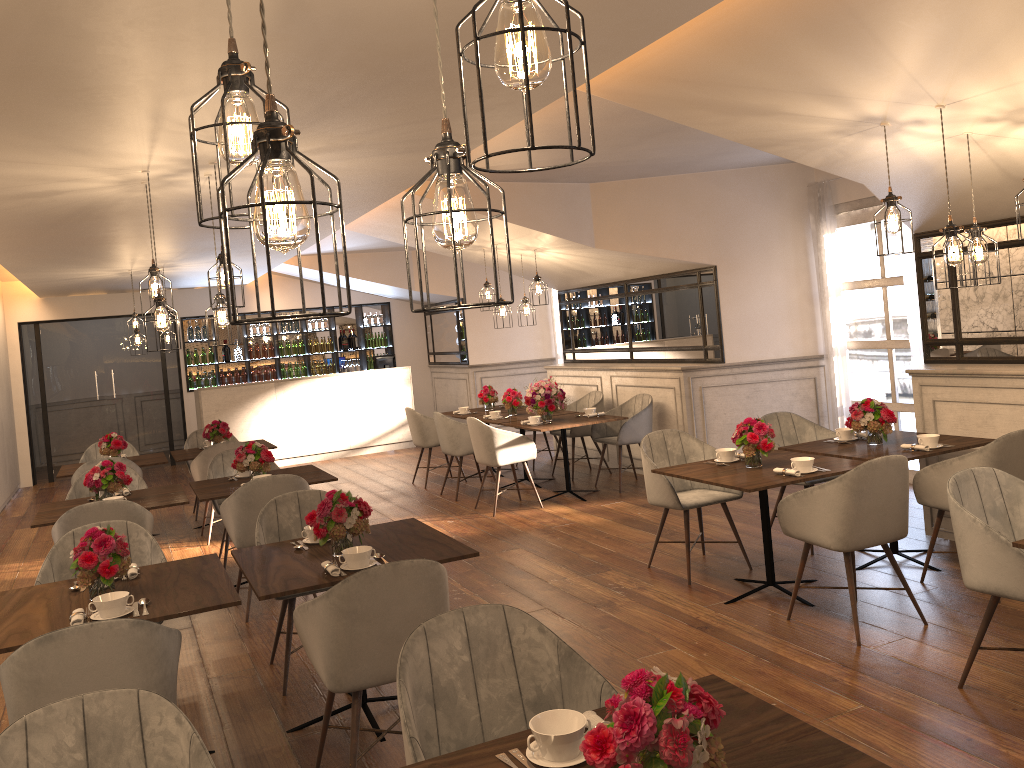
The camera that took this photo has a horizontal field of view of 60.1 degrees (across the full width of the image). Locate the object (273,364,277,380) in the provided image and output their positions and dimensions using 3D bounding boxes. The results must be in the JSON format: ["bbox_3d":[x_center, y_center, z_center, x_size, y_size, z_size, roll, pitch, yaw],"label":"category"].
[{"bbox_3d":[-3.773,-0.186,14.076,0.065,0.261,0.065,-5,1,45],"label":"object"}]

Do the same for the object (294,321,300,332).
[{"bbox_3d":[-3.459,-0.984,14.208,0.075,0.310,0.075,-5,1,-13],"label":"object"}]

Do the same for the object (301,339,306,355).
[{"bbox_3d":[-3.368,-0.600,14.271,0.065,0.263,0.065,-5,1,45],"label":"object"}]

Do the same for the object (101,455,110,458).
[{"bbox_3d":[-3.815,0.690,8.408,0.148,0.072,0.148,-5,3,-1],"label":"object"}]

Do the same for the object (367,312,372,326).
[{"bbox_3d":[-2.369,-1.077,14.699,0.070,0.235,0.041,-5,1,-25],"label":"object"}]

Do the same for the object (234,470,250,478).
[{"bbox_3d":[-1.961,0.646,6.504,0.148,0.072,0.149,-4,3,18],"label":"object"}]

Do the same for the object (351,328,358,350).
[{"bbox_3d":[-2.600,-0.740,14.590,0.104,0.359,0.104,-5,1,3],"label":"object"}]

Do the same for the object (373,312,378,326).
[{"bbox_3d":[-2.277,-1.088,14.740,0.070,0.235,0.041,-5,1,-25],"label":"object"}]

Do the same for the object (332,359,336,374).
[{"bbox_3d":[-2.912,-0.289,14.464,0.065,0.261,0.065,-5,1,45],"label":"object"}]

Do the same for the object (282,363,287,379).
[{"bbox_3d":[-3.636,-0.202,14.138,0.065,0.261,0.065,-5,1,45],"label":"object"}]

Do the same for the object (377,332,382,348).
[{"bbox_3d":[-2.217,-0.738,14.789,0.065,0.261,0.065,-5,1,45],"label":"object"}]

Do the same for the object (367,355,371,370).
[{"bbox_3d":[-2.385,-0.354,14.701,0.065,0.263,0.065,-5,1,45],"label":"object"}]

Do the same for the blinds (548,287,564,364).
[{"bbox_3d":[0.894,-0.615,12.580,0.134,2.697,1.379,-5,1,-24],"label":"blinds"}]

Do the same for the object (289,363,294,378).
[{"bbox_3d":[-3.536,-0.214,14.183,0.065,0.261,0.065,-5,1,45],"label":"object"}]

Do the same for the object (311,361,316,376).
[{"bbox_3d":[-3.214,-0.253,14.328,0.065,0.261,0.065,-5,1,45],"label":"object"}]

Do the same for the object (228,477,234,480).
[{"bbox_3d":[-2.053,0.687,6.441,0.043,0.015,0.197,-7,4,-28],"label":"object"}]

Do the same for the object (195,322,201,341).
[{"bbox_3d":[-4.823,-0.820,13.594,0.075,0.310,0.075,-5,1,19],"label":"object"}]

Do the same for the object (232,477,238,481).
[{"bbox_3d":[-2.018,0.689,6.449,0.022,0.004,0.210,-7,4,-24],"label":"object"}]

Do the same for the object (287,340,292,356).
[{"bbox_3d":[-3.568,-0.576,14.180,0.065,0.263,0.065,-5,1,45],"label":"object"}]

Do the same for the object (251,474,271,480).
[{"bbox_3d":[-1.680,0.655,5.964,0.148,0.072,0.149,-4,3,18],"label":"object"}]

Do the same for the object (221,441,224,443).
[{"bbox_3d":[-2.875,0.595,8.831,0.056,0.039,0.175,-6,4,-24],"label":"object"}]

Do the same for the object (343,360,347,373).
[{"bbox_3d":[-2.740,-0.281,14.540,0.065,0.208,0.065,-5,1,21],"label":"object"}]

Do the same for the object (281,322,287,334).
[{"bbox_3d":[-3.649,-0.961,14.123,0.075,0.310,0.075,-5,1,8],"label":"object"}]

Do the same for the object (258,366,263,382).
[{"bbox_3d":[-3.974,-0.161,13.985,0.065,0.261,0.065,-5,1,45],"label":"object"}]

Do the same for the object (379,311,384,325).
[{"bbox_3d":[-2.186,-1.099,14.782,0.070,0.235,0.041,-5,1,-25],"label":"object"}]

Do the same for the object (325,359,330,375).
[{"bbox_3d":[-3.013,-0.277,14.418,0.065,0.261,0.065,-5,1,45],"label":"object"}]

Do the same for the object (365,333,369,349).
[{"bbox_3d":[-2.418,-0.715,14.699,0.065,0.263,0.065,-5,1,45],"label":"object"}]

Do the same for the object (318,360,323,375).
[{"bbox_3d":[-3.113,-0.265,14.373,0.065,0.261,0.065,-5,1,45],"label":"object"}]

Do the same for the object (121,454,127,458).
[{"bbox_3d":[-3.710,0.695,8.455,0.056,0.039,0.175,-6,4,-24],"label":"object"}]

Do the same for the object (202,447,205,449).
[{"bbox_3d":[-3.037,0.634,8.729,0.022,0.004,0.210,-7,4,-24],"label":"object"}]

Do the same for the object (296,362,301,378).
[{"bbox_3d":[-3.435,-0.226,14.228,0.065,0.261,0.065,-5,1,45],"label":"object"}]

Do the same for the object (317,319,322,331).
[{"bbox_3d":[-3.124,-0.986,14.359,0.070,0.235,0.041,-5,1,-25],"label":"object"}]

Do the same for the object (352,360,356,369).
[{"bbox_3d":[-2.599,-0.298,14.604,0.065,0.208,0.065,-5,1,21],"label":"object"}]

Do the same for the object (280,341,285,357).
[{"bbox_3d":[-3.669,-0.563,14.135,0.065,0.261,0.065,-5,1,45],"label":"object"}]

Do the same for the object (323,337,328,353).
[{"bbox_3d":[-3.046,-0.638,14.416,0.065,0.261,0.065,-5,1,45],"label":"object"}]

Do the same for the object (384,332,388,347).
[{"bbox_3d":[-2.116,-0.750,14.834,0.065,0.261,0.065,-5,1,45],"label":"object"}]

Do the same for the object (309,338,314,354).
[{"bbox_3d":[-3.246,-0.614,14.325,0.065,0.261,0.065,-5,1,45],"label":"object"}]

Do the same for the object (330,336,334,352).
[{"bbox_3d":[-2.945,-0.650,14.461,0.065,0.261,0.065,-5,1,45],"label":"object"}]

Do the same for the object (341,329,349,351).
[{"bbox_3d":[-2.743,-0.721,14.529,0.103,0.359,0.104,-5,1,28],"label":"object"}]

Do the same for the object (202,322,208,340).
[{"bbox_3d":[-4.728,-0.832,13.637,0.075,0.310,0.075,-5,1,23],"label":"object"}]

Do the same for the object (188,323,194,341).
[{"bbox_3d":[-4.918,-0.809,13.552,0.075,0.310,0.075,-5,1,1],"label":"object"}]

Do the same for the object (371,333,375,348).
[{"bbox_3d":[-2.317,-0.726,14.744,0.065,0.261,0.065,-5,1,45],"label":"object"}]

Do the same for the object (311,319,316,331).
[{"bbox_3d":[-3.216,-0.975,14.318,0.070,0.235,0.041,-5,1,-25],"label":"object"}]

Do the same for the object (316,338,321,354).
[{"bbox_3d":[-3.146,-0.626,14.371,0.065,0.261,0.065,-5,1,45],"label":"object"}]

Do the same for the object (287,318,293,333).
[{"bbox_3d":[-3.554,-0.973,14.166,0.075,0.310,0.075,-5,1,-13],"label":"object"}]

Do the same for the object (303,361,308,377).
[{"bbox_3d":[-3.335,-0.238,14.273,0.065,0.261,0.065,-5,1,45],"label":"object"}]

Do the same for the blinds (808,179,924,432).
[{"bbox_3d":[3.132,-0.493,7.576,0.134,2.697,1.379,-5,1,-24],"label":"blinds"}]

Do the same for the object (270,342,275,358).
[{"bbox_3d":[-3.806,-0.547,14.073,0.065,0.261,0.065,-5,1,45],"label":"object"}]

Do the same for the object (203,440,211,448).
[{"bbox_3d":[-2.980,0.590,8.784,0.148,0.072,0.148,-5,3,-1],"label":"object"}]

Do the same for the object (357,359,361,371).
[{"bbox_3d":[-2.528,-0.306,14.636,0.065,0.208,0.065,-5,1,21],"label":"object"}]

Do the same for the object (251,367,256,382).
[{"bbox_3d":[-4.074,-0.149,13.940,0.065,0.261,0.065,-5,1,45],"label":"object"}]

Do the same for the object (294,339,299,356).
[{"bbox_3d":[-3.468,-0.588,14.226,0.065,0.263,0.065,-5,1,45],"label":"object"}]

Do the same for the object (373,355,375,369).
[{"bbox_3d":[-2.284,-0.365,14.747,0.065,0.261,0.065,-5,1,45],"label":"object"}]

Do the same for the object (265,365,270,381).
[{"bbox_3d":[-3.874,-0.174,14.031,0.065,0.261,0.065,-5,1,45],"label":"object"}]

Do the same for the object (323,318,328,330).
[{"bbox_3d":[-3.033,-0.997,14.400,0.070,0.235,0.041,-5,1,-25],"label":"object"}]

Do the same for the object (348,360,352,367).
[{"bbox_3d":[-2.669,-0.289,14.572,0.065,0.208,0.065,-5,1,21],"label":"object"}]
